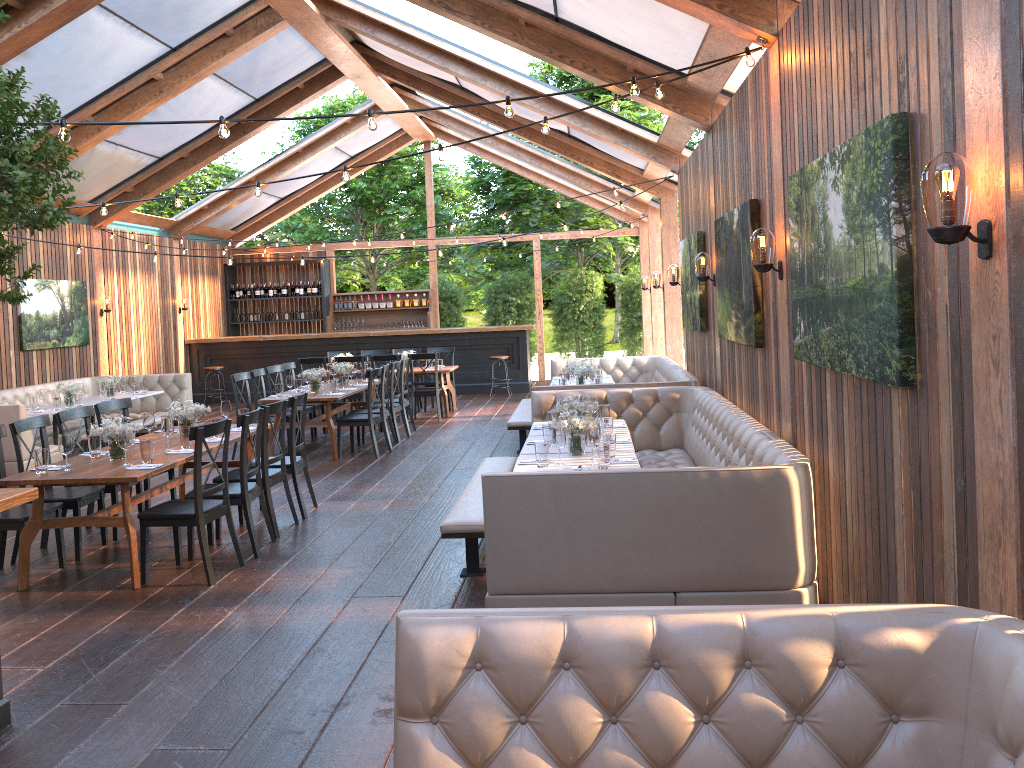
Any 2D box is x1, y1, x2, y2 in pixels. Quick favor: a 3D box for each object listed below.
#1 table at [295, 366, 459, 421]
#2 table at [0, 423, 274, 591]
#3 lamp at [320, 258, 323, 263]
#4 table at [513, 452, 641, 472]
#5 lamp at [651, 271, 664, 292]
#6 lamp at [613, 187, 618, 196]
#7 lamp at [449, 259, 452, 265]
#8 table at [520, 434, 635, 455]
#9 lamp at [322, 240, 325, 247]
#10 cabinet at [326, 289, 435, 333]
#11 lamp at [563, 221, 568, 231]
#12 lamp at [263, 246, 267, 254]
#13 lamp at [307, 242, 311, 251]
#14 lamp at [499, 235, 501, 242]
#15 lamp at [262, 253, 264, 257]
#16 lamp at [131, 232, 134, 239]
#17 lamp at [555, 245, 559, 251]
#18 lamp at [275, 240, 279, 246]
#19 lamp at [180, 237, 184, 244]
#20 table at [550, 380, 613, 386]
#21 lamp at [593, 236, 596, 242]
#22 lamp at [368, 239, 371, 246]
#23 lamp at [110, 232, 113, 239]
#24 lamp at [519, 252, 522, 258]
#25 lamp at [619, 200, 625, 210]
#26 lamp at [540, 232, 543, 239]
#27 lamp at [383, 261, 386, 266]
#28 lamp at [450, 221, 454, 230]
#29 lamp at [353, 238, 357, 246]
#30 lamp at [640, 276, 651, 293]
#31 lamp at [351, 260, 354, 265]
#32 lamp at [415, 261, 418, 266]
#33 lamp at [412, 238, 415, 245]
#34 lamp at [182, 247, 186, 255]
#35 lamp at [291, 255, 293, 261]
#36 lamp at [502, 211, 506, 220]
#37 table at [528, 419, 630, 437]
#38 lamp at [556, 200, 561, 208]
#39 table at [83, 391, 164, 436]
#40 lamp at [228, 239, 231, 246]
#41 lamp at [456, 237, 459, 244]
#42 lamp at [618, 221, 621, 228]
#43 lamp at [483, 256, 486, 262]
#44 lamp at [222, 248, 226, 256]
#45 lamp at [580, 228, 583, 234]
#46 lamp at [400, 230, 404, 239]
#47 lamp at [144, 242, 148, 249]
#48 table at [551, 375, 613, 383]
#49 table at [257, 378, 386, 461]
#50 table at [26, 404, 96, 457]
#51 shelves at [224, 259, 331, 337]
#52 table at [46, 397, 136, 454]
[{"bbox_3d":[-2.109,0.148,14.130,2.429,0.728,0.954,-2,4,5],"label":"table"},{"bbox_3d":[-2.705,0.848,6.815,0.950,0.728,2.440,-2,5,5],"label":"table"},{"bbox_3d":[-4.075,-2.639,18.938,0.056,0.119,0.062,-2,2,11],"label":"lamp"},{"bbox_3d":[0.427,0.846,5.685,0.798,0.671,0.801,-2,4,4],"label":"table"},{"bbox_3d":[2.225,-1.570,13.550,0.178,0.319,0.146,-2,2,5],"label":"lamp"},{"bbox_3d":[1.295,-2.404,11.047,0.056,0.118,0.064,-3,2,-21],"label":"lamp"},{"bbox_3d":[-1.243,-2.465,17.828,0.056,0.121,0.056,-4,2,-26],"label":"lamp"},{"bbox_3d":[0.496,0.768,6.498,0.798,0.671,0.801,-2,4,5],"label":"table"},{"bbox_3d":[-3.190,-2.375,14.972,0.056,0.120,0.056,-4,3,-39],"label":"lamp"},{"bbox_3d":[-2.830,-0.971,19.201,2.273,2.090,0.495,-2,2,5],"label":"cabinet"},{"bbox_3d":[0.632,-1.858,10.406,0.056,0.119,0.059,-1,3,36],"label":"lamp"},{"bbox_3d":[-3.627,-1.972,12.996,0.056,0.119,0.059,-3,2,-15],"label":"lamp"},{"bbox_3d":[-2.922,-1.974,12.720,0.056,0.121,0.056,-4,2,-27],"label":"lamp"},{"bbox_3d":[-0.219,-2.570,15.616,0.056,0.121,0.056,-2,2,21],"label":"lamp"},{"bbox_3d":[-5.486,-2.856,19.477,0.056,0.117,0.067,-3,2,-9],"label":"lamp"},{"bbox_3d":[-6.165,-2.412,14.367,0.056,0.120,0.056,-4,3,-34],"label":"lamp"},{"bbox_3d":[0.859,-2.599,16.948,0.065,0.118,0.056,-2,2,8],"label":"lamp"},{"bbox_3d":[-3.935,-2.347,14.817,0.056,0.120,0.056,-4,3,-35],"label":"lamp"},{"bbox_3d":[-5.421,-2.361,14.532,0.061,0.119,0.056,-2,2,21],"label":"lamp"},{"bbox_3d":[0.878,0.337,10.999,0.798,0.671,0.801,-2,4,5],"label":"table"},{"bbox_3d":[1.549,-2.735,16.667,0.056,0.120,0.056,-2,2,13],"label":"lamp"},{"bbox_3d":[-2.437,-2.415,15.119,0.056,0.120,0.056,-2,2,11],"label":"lamp"},{"bbox_3d":[-6.414,-2.378,14.169,0.056,0.118,0.065,-4,3,-35],"label":"lamp"},{"bbox_3d":[0.163,-2.521,17.261,0.056,0.120,0.056,-4,2,-29],"label":"lamp"},{"bbox_3d":[1.319,-2.141,10.592,0.068,0.117,0.056,-2,2,12],"label":"lamp"},{"bbox_3d":[0.523,-2.651,15.791,0.056,0.121,0.056,-3,2,-2],"label":"lamp"},{"bbox_3d":[-2.653,-2.505,18.397,0.056,0.121,0.056,-1,3,38],"label":"lamp"},{"bbox_3d":[-0.807,-2.124,11.887,0.056,0.120,0.056,-3,2,-19],"label":"lamp"},{"bbox_3d":[-2.209,-1.999,12.432,0.057,0.119,0.056,-3,2,-1],"label":"lamp"},{"bbox_3d":[2.458,-1.833,16.299,0.178,0.319,0.146,-2,2,5],"label":"lamp"},{"bbox_3d":[-3.368,-2.561,18.660,0.056,0.119,0.061,-2,2,4],"label":"lamp"},{"bbox_3d":[-1.952,-2.471,18.097,0.059,0.119,0.056,-3,2,-22],"label":"lamp"},{"bbox_3d":[-1.698,-2.461,15.288,0.056,0.121,0.056,-1,2,31],"label":"lamp"},{"bbox_3d":[-5.035,-2.045,13.585,0.056,0.121,0.056,-2,2,21],"label":"lamp"},{"bbox_3d":[-4.781,-2.738,19.221,0.058,0.119,0.056,-4,3,-41],"label":"lamp"},{"bbox_3d":[-0.113,-2.206,11.581,0.056,0.114,0.075,-4,3,-39],"label":"lamp"},{"bbox_3d":[0.565,0.690,7.311,0.798,0.671,0.801,-2,4,4],"label":"table"},{"bbox_3d":[0.593,-2.302,11.309,0.056,0.114,0.075,-2,3,3],"label":"lamp"},{"bbox_3d":[-5.396,0.482,12.358,0.798,0.671,0.801,-2,4,4],"label":"table"},{"bbox_3d":[-4.681,-2.340,14.665,0.056,0.119,0.059,-4,3,-42],"label":"lamp"},{"bbox_3d":[-0.957,-2.510,15.451,0.056,0.121,0.056,-2,2,24],"label":"lamp"},{"bbox_3d":[1.969,-2.912,16.152,0.056,0.117,0.067,-2,2,12],"label":"lamp"},{"bbox_3d":[-0.544,-2.480,17.536,0.056,0.121,0.056,-4,3,-33],"label":"lamp"},{"bbox_3d":[-4.329,-1.987,13.294,0.056,0.121,0.056,-1,3,39],"label":"lamp"},{"bbox_3d":[1.258,-2.762,15.964,0.056,0.121,0.056,-3,2,-17],"label":"lamp"},{"bbox_3d":[-1.509,-2.051,12.154,0.056,0.121,0.056,-2,2,20],"label":"lamp"},{"bbox_3d":[-5.735,-2.171,13.869,0.056,0.117,0.066,-1,3,34],"label":"lamp"},{"bbox_3d":[0.947,0.259,11.812,0.798,0.671,0.801,-2,4,4],"label":"table"},{"bbox_3d":[-2.324,0.417,11.308,0.950,0.728,2.440,-2,5,5],"label":"table"},{"bbox_3d":[-5.534,0.637,10.732,0.798,0.671,0.801,-2,4,4],"label":"table"},{"bbox_3d":[-5.075,-1.259,19.381,2.202,2.824,0.503,-2,2,5],"label":"shelves"},{"bbox_3d":[-5.465,0.559,11.545,0.798,0.671,0.801,-2,4,5],"label":"table"}]
